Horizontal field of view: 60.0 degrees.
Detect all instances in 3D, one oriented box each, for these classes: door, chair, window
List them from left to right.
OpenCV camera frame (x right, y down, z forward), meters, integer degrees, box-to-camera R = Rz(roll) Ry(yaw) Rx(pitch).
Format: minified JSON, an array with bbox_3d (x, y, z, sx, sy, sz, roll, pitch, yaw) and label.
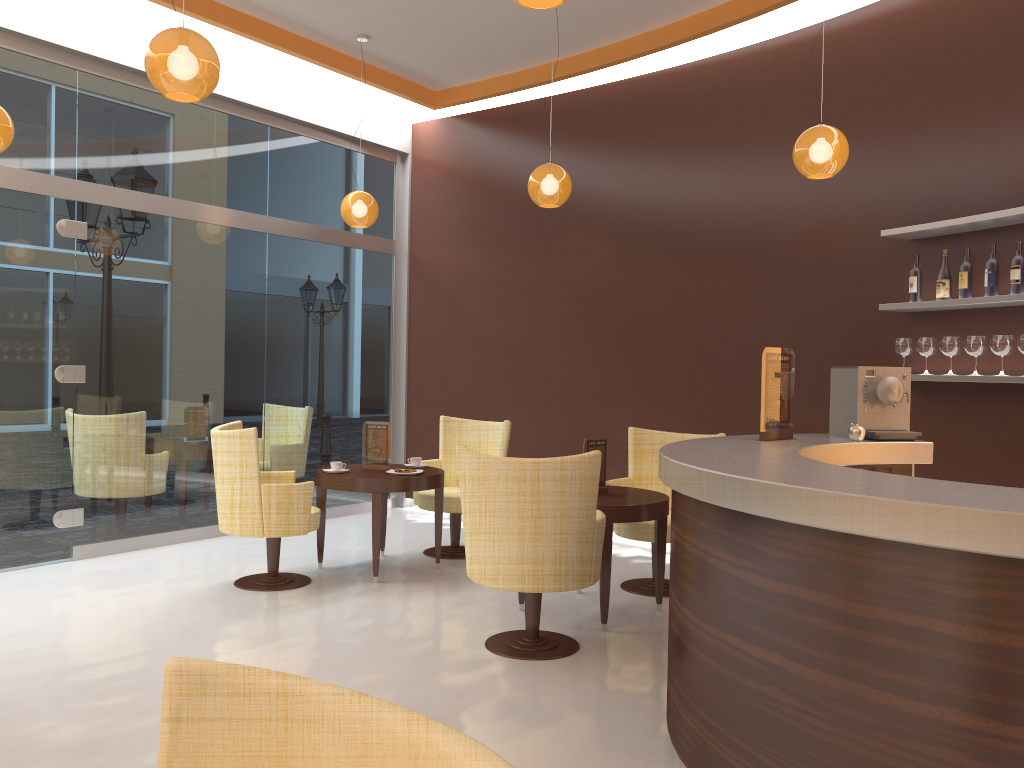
[{"bbox_3d":[-3.521,-0.017,5.490,0.020,2.499,1.640,2,1,36],"label":"door"},{"bbox_3d":[-3.511,-0.517,5.482,0.040,3.380,8.200,2,1,36],"label":"window"},{"bbox_3d":[-0.318,0.862,0.787,0.685,1.017,0.729,0,1,-37],"label":"chair"},{"bbox_3d":[-1.565,0.761,5.650,0.685,1.017,0.729,1,1,-22],"label":"chair"},{"bbox_3d":[-0.385,0.768,6.729,0.729,1.017,0.685,2,1,39],"label":"chair"},{"bbox_3d":[0.094,0.814,4.433,0.729,1.017,0.685,1,1,14],"label":"chair"},{"bbox_3d":[0.980,0.810,5.765,0.729,1.017,0.685,2,1,43],"label":"chair"}]

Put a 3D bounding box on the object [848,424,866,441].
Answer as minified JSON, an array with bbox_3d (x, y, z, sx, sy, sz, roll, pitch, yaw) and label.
[{"bbox_3d":[1.563,0.220,4.018,0.075,0.077,0.075,1,1,4],"label":"object"}]

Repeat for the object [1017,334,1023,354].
[{"bbox_3d":[2.699,-0.147,4.617,0.125,0.221,0.125,1,1,-30],"label":"object"}]

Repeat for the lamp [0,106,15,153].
[{"bbox_3d":[-2.826,-1.992,4.745,0.299,1.500,0.299,1,1,10],"label":"lamp"}]

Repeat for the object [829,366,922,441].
[{"bbox_3d":[1.732,0.088,4.212,0.270,0.340,0.373,1,1,-9],"label":"object"}]

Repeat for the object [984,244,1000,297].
[{"bbox_3d":[2.624,-0.612,4.842,0.073,0.297,0.073,0,1,-45],"label":"object"}]

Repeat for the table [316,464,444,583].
[{"bbox_3d":[-0.912,0.936,6.131,0.872,0.679,0.874,1,1,-8],"label":"table"}]

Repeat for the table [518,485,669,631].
[{"bbox_3d":[0.463,0.979,5.158,0.872,0.679,0.874,1,1,-8],"label":"table"}]

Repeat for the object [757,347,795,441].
[{"bbox_3d":[1.195,0.044,3.987,0.258,0.414,0.052,0,1,-41],"label":"object"}]

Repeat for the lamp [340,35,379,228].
[{"bbox_3d":[-1.196,-1.995,7.022,0.299,1.500,0.299,1,1,3],"label":"lamp"}]

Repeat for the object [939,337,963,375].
[{"bbox_3d":[2.512,-0.158,5.075,0.125,0.221,0.125,1,1,-30],"label":"object"}]

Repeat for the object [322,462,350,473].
[{"bbox_3d":[-1.181,0.560,5.956,0.153,0.069,0.153,2,1,36],"label":"object"}]

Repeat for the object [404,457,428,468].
[{"bbox_3d":[-0.686,0.563,6.357,0.153,0.069,0.153,1,1,-32],"label":"object"}]

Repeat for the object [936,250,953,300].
[{"bbox_3d":[2.504,-0.624,5.128,0.086,0.303,0.086,1,1,14],"label":"object"}]

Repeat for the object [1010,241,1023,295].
[{"bbox_3d":[2.680,-0.608,4.691,0.073,0.297,0.073,0,1,-45],"label":"object"}]

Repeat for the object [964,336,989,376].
[{"bbox_3d":[2.576,-0.155,4.925,0.125,0.221,0.125,1,1,-30],"label":"object"}]

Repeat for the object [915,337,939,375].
[{"bbox_3d":[2.442,-0.162,5.223,0.125,0.221,0.125,1,1,-30],"label":"object"}]

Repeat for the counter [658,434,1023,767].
[{"bbox_3d":[1.322,0.819,2.993,1.586,1.100,2.917,1,1,-9],"label":"counter"}]

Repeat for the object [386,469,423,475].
[{"bbox_3d":[-0.721,0.594,5.964,0.234,0.020,0.234,1,1,7],"label":"object"}]

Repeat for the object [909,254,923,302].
[{"bbox_3d":[2.407,-0.623,5.284,0.073,0.297,0.073,0,1,-45],"label":"object"}]

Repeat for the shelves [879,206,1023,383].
[{"bbox_3d":[2.797,-0.430,3.141,0.586,0.902,4.744,1,1,-7],"label":"shelves"}]

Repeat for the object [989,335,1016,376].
[{"bbox_3d":[2.640,-0.151,4.775,0.125,0.221,0.125,1,1,-30],"label":"object"}]

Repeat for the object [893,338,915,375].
[{"bbox_3d":[2.370,-0.166,5.364,0.125,0.221,0.125,1,1,-30],"label":"object"}]

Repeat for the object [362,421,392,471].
[{"bbox_3d":[-0.937,0.428,6.149,0.209,0.335,0.042,1,1,11],"label":"object"}]

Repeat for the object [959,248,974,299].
[{"bbox_3d":[2.560,-0.616,4.996,0.073,0.297,0.073,1,1,5],"label":"object"}]

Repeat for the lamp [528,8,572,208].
[{"bbox_3d":[0.267,-1.950,5.974,0.299,1.500,0.299,1,1,14],"label":"lamp"}]

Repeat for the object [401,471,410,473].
[{"bbox_3d":[-0.711,0.587,5.925,0.055,0.014,0.053,1,1,19],"label":"object"}]

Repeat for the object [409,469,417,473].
[{"bbox_3d":[-0.674,0.586,5.979,0.052,0.018,0.055,1,1,-30],"label":"object"}]

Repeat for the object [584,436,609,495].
[{"bbox_3d":[0.488,0.472,5.143,0.209,0.335,0.042,0,1,-41],"label":"object"}]

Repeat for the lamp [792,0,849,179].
[{"bbox_3d":[1.730,-1.904,4.927,0.299,1.500,0.299,1,1,14],"label":"lamp"}]

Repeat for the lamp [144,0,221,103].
[{"bbox_3d":[-1.363,-1.947,3.698,0.299,1.500,0.299,0,1,-44],"label":"lamp"}]

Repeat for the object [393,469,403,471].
[{"bbox_3d":[-0.767,0.578,5.964,0.055,0.016,0.052,2,1,35],"label":"object"}]

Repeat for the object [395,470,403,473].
[{"bbox_3d":[-0.757,0.587,5.930,0.054,0.018,0.051,1,1,-7],"label":"object"}]

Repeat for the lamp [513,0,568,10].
[{"bbox_3d":[0.100,-1.901,2.650,0.299,1.500,0.299,1,1,14],"label":"lamp"}]

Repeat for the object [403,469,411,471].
[{"bbox_3d":[-0.705,0.583,6.014,0.054,0.018,0.051,2,1,34],"label":"object"}]
